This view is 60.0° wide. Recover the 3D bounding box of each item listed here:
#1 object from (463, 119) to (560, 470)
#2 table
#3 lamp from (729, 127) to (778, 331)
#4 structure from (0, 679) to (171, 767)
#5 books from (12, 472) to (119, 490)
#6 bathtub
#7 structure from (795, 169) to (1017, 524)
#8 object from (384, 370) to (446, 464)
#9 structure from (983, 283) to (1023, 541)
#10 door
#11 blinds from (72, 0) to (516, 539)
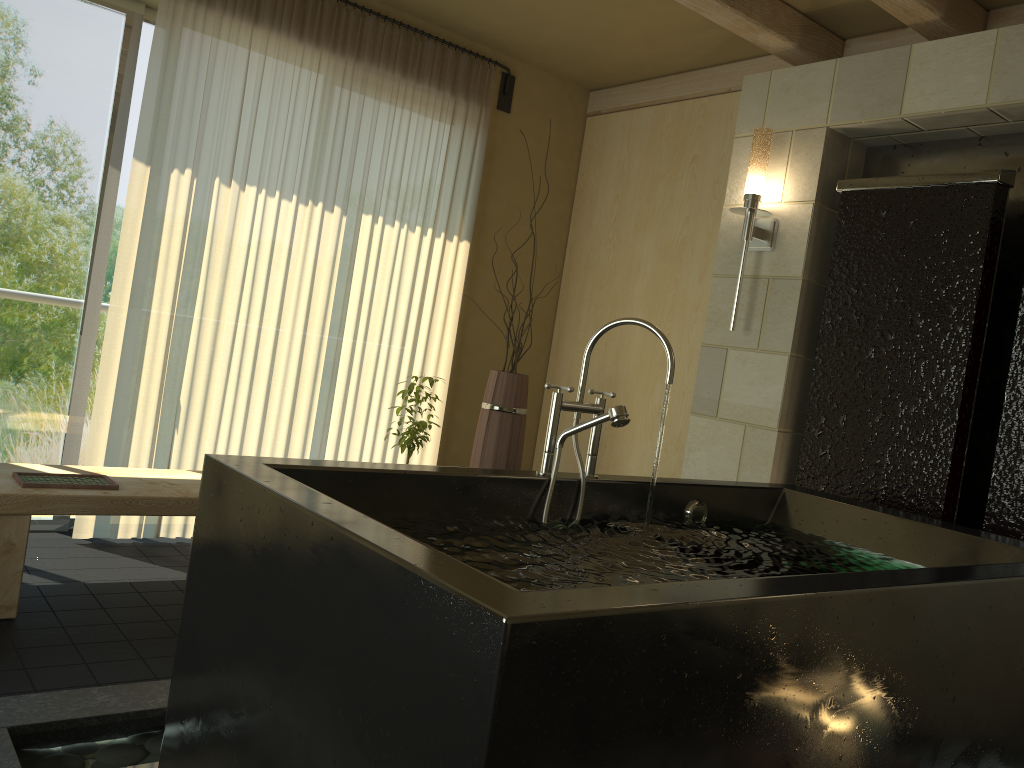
[{"bbox_3d":[-0.052,-0.174,4.254,0.468,2.179,0.462,9,1,12],"label":"object"},{"bbox_3d":[-1.363,0.551,3.219,1.123,0.400,0.514,7,2,-38],"label":"table"},{"bbox_3d":[0.982,-0.634,3.674,0.188,0.837,0.176,8,1,-38],"label":"lamp"},{"bbox_3d":[0.727,1.224,2.388,3.796,0.636,1.975,7,2,-38],"label":"structure"},{"bbox_3d":[-1.503,0.327,2.988,0.294,0.014,0.182,7,2,-38],"label":"books"},{"bbox_3d":[0.481,0.440,2.130,2.130,1.162,1.069,7,2,-38],"label":"bathtub"},{"bbox_3d":[1.352,0.242,3.299,0.094,2.067,0.641,8,1,-38],"label":"structure"},{"bbox_3d":[-0.471,0.397,3.939,0.242,0.929,0.266,9,1,0],"label":"object"},{"bbox_3d":[1.793,0.329,2.730,0.094,2.067,0.641,8,1,-38],"label":"structure"},{"bbox_3d":[-2.043,-0.528,3.661,1.036,2.332,0.063,8,1,-40],"label":"door"},{"bbox_3d":[-0.912,-0.535,4.260,1.942,2.579,0.064,8,1,-39],"label":"blinds"}]
